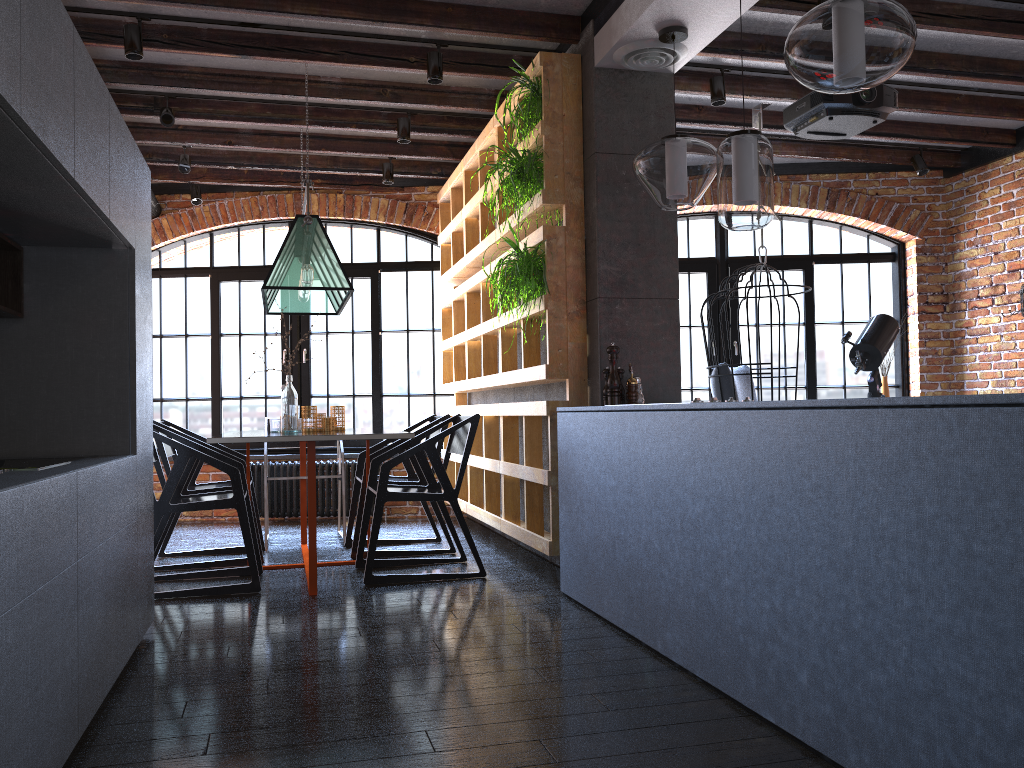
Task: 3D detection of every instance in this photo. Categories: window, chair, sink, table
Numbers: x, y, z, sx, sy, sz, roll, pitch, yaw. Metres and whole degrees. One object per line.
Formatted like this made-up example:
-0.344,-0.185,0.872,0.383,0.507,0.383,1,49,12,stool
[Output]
-1.761,-0.396,7.236,3.145,2.232,0.177,-1,-1,3,window
1.543,-0.644,5.631,0.682,2.220,0.802,-2,-2,30,chair
-0.692,0.596,5.373,0.610,0.818,0.495,-1,-2,-15,chair
-0.491,0.569,4.605,0.610,0.818,0.495,-1,-2,-15,chair
-1.742,0.607,5.097,0.610,0.818,0.495,-1,-2,-15,chair
-1.463,0.183,2.518,0.381,0.287,0.827,-1,-2,-15,sink
-1.364,0.623,5.812,0.495,0.818,0.610,-1,-2,-15,chair
-1.541,0.579,4.330,0.610,0.818,0.495,-1,-2,-15,chair
-1.115,0.630,4.854,0.905,0.737,1.888,-1,-2,-15,table
1.727,-0.459,7.246,3.293,2.232,0.177,-1,-1,3,window

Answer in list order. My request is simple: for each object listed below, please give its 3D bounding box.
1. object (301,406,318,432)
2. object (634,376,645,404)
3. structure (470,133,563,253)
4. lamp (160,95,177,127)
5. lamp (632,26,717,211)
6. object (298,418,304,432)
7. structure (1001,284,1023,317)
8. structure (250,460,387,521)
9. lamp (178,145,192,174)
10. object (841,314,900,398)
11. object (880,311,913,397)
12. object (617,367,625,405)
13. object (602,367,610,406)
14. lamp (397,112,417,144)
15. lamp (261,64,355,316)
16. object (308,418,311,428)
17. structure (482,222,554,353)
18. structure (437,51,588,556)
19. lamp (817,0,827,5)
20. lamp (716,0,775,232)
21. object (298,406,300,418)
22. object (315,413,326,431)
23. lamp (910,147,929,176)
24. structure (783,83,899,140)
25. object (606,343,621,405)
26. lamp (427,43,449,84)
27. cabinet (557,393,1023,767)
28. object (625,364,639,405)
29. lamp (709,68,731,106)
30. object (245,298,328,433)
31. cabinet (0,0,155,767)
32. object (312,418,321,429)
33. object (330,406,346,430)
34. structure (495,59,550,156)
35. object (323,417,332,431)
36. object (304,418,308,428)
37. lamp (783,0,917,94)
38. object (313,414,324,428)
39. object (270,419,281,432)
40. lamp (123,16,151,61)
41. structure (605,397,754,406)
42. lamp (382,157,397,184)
-1.101,0.189,4.818,0.086,0.139,0.086,0,-2,-42,object
0.564,0.032,4.020,0.069,0.135,0.069,0,-2,-35,object
0.049,-0.947,4.347,0.422,0.620,0.570,-3,-2,45,structure
-2.006,-1.586,5.175,0.093,0.201,0.162,0,-2,-22,lamp
0.686,-1.111,3.727,0.367,0.747,0.367,-2,-2,39,lamp
-1.184,0.227,4.918,0.060,0.073,0.060,-2,-2,16,object
3.388,-1.064,5.794,0.389,1.437,0.338,-1,-1,-14,structure
-1.526,0.836,6.903,1.115,0.476,0.106,-1,-1,3,structure
-2.259,-1.549,6.134,0.093,0.206,0.160,-1,-2,-18,lamp
2.434,0.237,6.134,0.570,1.471,0.616,-1,-2,11,object
2.958,-0.057,6.886,0.270,1.053,0.299,-1,-1,6,object
0.490,0.012,4.030,0.048,0.180,0.048,0,-2,-32,object
0.433,0.012,4.000,0.048,0.180,0.048,-2,-2,35,object
-0.660,-1.607,5.558,0.124,0.184,0.082,0,-2,-31,lamp
-1.192,-1.091,5.077,0.465,1.267,1.258,-1,-2,-15,lamp
-1.189,0.234,5.146,0.060,0.073,0.060,-2,-2,37,object
0.090,-0.468,4.379,0.422,0.620,0.570,-1,-2,5,structure
-0.106,-0.337,5.557,0.206,2.381,2.830,-1,-2,-15,structure
1.420,-1.696,3.951,0.119,0.184,0.082,-1,-2,-19,lamp
0.822,-1.027,3.157,0.195,0.955,0.198,-1,-1,15,lamp
-1.252,0.161,5.104,0.060,0.073,0.060,0,-2,-38,object
-1.073,0.214,4.974,0.061,0.099,0.061,-2,-2,23,object
2.997,-1.632,6.519,0.093,0.208,0.134,0,-2,-39,lamp
1.574,-1.641,4.311,0.409,0.816,0.464,-1,-2,-15,structure
0.451,-0.042,3.931,0.061,0.282,0.061,-1,-1,-1,object
-0.385,-1.644,4.542,0.113,0.184,0.082,-2,-2,42,lamp
0.878,0.473,2.650,0.607,0.844,2.961,-1,-2,-15,cabinet
0.540,0.003,3.964,0.058,0.192,0.081,-2,-2,26,object
1.159,-1.657,4.945,0.116,0.188,0.083,-2,-2,38,lamp
-1.153,-0.101,4.642,0.443,0.708,0.194,-1,-1,1,object
-1.230,-0.011,1.384,0.713,1.808,4.175,-1,-2,-15,cabinet
-1.150,0.236,5.223,0.060,0.073,0.060,-2,-2,16,object
-1.003,0.196,5.103,0.086,0.139,0.086,0,-2,-25,object
0.201,-1.314,4.414,0.570,0.620,0.422,0,-2,-25,structure
-1.015,0.219,4.873,0.049,0.080,0.049,0,-2,-31,object
-1.178,0.229,4.982,0.060,0.073,0.060,-2,-2,16,object
0.981,-1.193,2.598,0.364,0.664,0.364,0,-2,-32,lamp
-1.103,0.217,5.053,0.061,0.099,0.061,-1,-2,-8,object
-1.307,0.229,4.898,0.060,0.073,0.060,-2,-2,16,object
-1.765,-1.628,4.164,0.123,0.189,0.083,-2,-2,20,lamp
0.712,0.082,3.239,0.504,0.057,0.764,-1,-2,-15,structure
-0.903,-1.572,6.521,0.112,0.184,0.082,-3,-2,44,lamp
